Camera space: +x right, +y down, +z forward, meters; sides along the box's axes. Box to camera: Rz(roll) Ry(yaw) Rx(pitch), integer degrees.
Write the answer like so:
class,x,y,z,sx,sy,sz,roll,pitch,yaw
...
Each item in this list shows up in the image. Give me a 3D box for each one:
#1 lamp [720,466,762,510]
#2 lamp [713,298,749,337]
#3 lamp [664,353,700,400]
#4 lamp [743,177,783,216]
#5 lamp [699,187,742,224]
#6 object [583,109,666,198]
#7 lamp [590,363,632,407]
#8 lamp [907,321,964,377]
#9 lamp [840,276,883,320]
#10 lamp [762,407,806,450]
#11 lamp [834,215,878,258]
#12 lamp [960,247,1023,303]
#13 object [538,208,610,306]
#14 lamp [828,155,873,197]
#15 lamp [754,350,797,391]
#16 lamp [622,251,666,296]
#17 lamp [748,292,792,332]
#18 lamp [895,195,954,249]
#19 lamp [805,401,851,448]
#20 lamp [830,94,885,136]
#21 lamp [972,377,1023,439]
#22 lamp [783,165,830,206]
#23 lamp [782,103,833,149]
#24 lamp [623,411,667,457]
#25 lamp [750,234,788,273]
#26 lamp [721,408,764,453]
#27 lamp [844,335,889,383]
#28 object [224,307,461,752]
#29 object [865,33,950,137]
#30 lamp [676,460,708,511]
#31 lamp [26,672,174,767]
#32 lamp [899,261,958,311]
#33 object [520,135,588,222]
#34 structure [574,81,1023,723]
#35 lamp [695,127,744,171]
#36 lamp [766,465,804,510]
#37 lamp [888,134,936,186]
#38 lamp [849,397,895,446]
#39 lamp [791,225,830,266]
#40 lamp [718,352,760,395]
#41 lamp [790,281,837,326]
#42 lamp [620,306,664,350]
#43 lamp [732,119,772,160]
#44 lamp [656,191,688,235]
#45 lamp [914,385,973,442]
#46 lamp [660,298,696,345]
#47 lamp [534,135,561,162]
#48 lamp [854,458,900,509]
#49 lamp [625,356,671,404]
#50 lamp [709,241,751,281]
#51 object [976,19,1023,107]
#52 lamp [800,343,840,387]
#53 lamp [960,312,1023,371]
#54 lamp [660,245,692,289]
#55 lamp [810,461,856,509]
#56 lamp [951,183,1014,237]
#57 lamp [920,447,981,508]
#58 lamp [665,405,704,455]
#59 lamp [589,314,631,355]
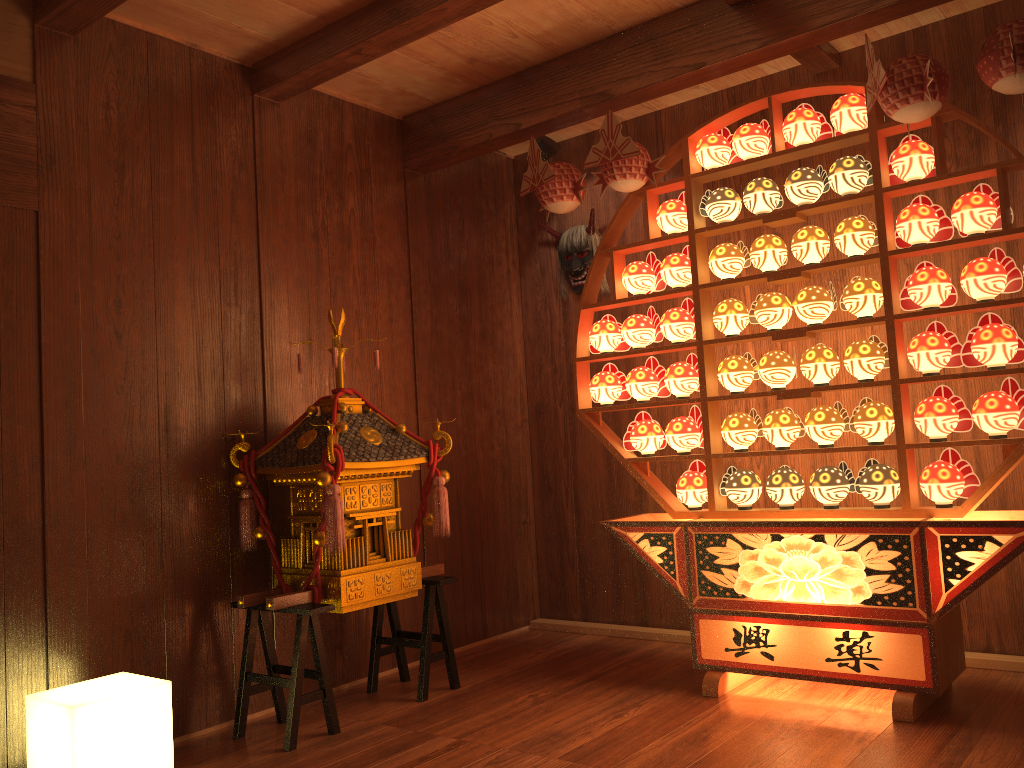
class,x,y,z,sx,sy,sz,roll,pitch,yaw
lamp,0.890,0.396,3.380,0.143,0.167,0.153,-2,-4,-22
lamp,0.846,-0.261,3.420,0.136,0.167,0.160,-5,-4,18
lamp,0.674,-0.031,3.551,0.162,0.192,0.176,0,-5,-37
lamp,0.946,-0.712,3.357,0.135,0.161,0.161,-6,-5,28
lamp,0.834,-0.700,3.459,0.144,0.167,0.152,0,-5,-37
object,0.440,-0.891,3.442,0.336,0.306,0.222,-7,-5,38
lamp,0.396,0.001,3.765,0.185,0.195,0.161,-5,-4,23
lamp,1.405,-0.122,2.988,0.162,0.195,0.183,0,-6,-42
lamp,1.242,-0.311,3.123,0.138,0.173,0.158,-4,-4,8
lamp,1.000,0.166,3.293,0.134,0.161,0.162,-7,-5,38
lamp,1.214,-0.529,3.145,0.135,0.173,0.162,-7,-6,43
lamp,1.537,-0.356,2.896,0.161,0.191,0.176,-2,-4,-22
object,0.326,-0.631,4.518,0.351,0.453,0.142,-7,-5,38
lamp,1.198,-0.748,3.164,0.162,0.173,0.135,0,-5,-37
lamp,0.986,-0.053,3.321,0.155,0.161,0.141,-4,-4,13
lamp,0.519,-0.458,3.685,0.162,0.200,0.194,-1,-5,-27
lamp,0.988,-0.274,3.322,0.143,0.161,0.153,-2,-4,-22
lamp,1.380,-0.563,3.017,0.193,0.200,0.162,-7,-5,38
lamp,1.125,0.148,3.202,0.161,0.167,0.136,-2,-4,-22
lamp,1.206,-0.977,3.162,0.183,0.188,0.162,-7,-6,43
lamp,1.560,0.078,2.866,0.160,0.200,0.196,-2,-4,-17
lamp,1.072,-0.729,3.269,0.159,0.167,0.137,-3,-4,-12
lamp,1.068,-0.967,3.269,0.195,0.200,0.161,-6,-5,28
lamp,0.557,0.204,3.643,0.186,0.193,0.156,-3,-4,-2
lamp,0.967,-0.493,3.337,0.136,0.161,0.160,-5,-4,18
lamp,0.868,0.179,3.399,0.161,0.167,0.136,-2,-4,-22
lamp,1.237,-0.090,3.118,0.162,0.173,0.135,0,-5,-37
object,-0.630,0.462,3.334,0.587,1.514,0.836,-7,-5,38
object,1.259,-0.978,2.807,0.237,0.314,0.371,-5,-4,16
lamp,0.718,0.402,3.510,0.189,0.197,0.161,-6,-5,28
lamp,-1.189,1.040,2.555,0.271,0.315,0.290,-7,-5,38
lamp,1.412,-0.339,2.990,0.185,0.187,0.160,-5,-4,18
object,0.189,-0.852,3.627,0.245,0.311,0.355,-1,-5,-26
structure,1.054,0.007,3.260,1.896,2.194,0.507,-7,-5,37
lamp,0.787,-0.932,3.485,0.162,0.200,0.193,0,-6,-42
lamp,1.013,0.384,3.279,0.136,0.161,0.160,-5,-4,18
lamp,1.373,-0.783,3.030,0.195,0.200,0.161,-5,-4,23
lamp,1.269,0.127,3.089,0.139,0.173,0.157,-4,-4,3
lamp,1.094,-0.511,3.240,0.136,0.167,0.160,-5,-4,18
lamp,0.857,-0.041,3.410,0.162,0.167,0.135,-1,-5,-32
lamp,1.097,-0.290,3.245,0.156,0.167,0.140,-4,-4,3
lamp,0.516,-0.232,3.681,0.161,0.191,0.176,-2,-4,-22
lamp,0.907,-0.936,3.398,0.161,0.179,0.165,-2,-4,-21
lamp,0.648,-0.695,3.587,0.162,0.200,0.193,0,-5,-37
lamp,1.421,0.098,2.970,0.162,0.193,0.179,0,-6,-42
lamp,0.659,-0.254,3.568,0.162,0.200,0.193,0,-5,-37
lamp,0.150,-1.107,4.076,0.132,0.176,0.179,-5,-5,24
lamp,1.284,0.346,3.076,0.139,0.173,0.157,-4,-4,3
lamp,0.532,-0.018,3.659,0.162,0.200,0.193,0,-6,-42
lamp,0.829,-0.479,3.446,0.161,0.167,0.136,-2,-4,-22
object,1.497,-1.020,2.625,0.220,0.318,0.379,-6,-5,33
lamp,1.117,-0.073,3.210,0.136,0.167,0.161,-5,-4,23
lamp,1.563,-0.143,2.867,0.195,0.200,0.161,-5,-4,23
lamp,0.661,-0.473,3.572,0.162,0.195,0.183,0,-5,-37
lamp,1.138,0.366,3.187,0.161,0.167,0.136,-2,-4,-22
lamp,1.517,-0.577,2.913,0.162,0.195,0.183,0,-5,-37
lamp,1.434,0.315,2.960,0.162,0.197,0.188,0,-5,-37
lamp,0.675,0.186,3.542,0.162,0.200,0.194,-1,-5,-27
lamp,0.396,-0.216,3.771,0.185,0.187,0.160,-5,-4,18
